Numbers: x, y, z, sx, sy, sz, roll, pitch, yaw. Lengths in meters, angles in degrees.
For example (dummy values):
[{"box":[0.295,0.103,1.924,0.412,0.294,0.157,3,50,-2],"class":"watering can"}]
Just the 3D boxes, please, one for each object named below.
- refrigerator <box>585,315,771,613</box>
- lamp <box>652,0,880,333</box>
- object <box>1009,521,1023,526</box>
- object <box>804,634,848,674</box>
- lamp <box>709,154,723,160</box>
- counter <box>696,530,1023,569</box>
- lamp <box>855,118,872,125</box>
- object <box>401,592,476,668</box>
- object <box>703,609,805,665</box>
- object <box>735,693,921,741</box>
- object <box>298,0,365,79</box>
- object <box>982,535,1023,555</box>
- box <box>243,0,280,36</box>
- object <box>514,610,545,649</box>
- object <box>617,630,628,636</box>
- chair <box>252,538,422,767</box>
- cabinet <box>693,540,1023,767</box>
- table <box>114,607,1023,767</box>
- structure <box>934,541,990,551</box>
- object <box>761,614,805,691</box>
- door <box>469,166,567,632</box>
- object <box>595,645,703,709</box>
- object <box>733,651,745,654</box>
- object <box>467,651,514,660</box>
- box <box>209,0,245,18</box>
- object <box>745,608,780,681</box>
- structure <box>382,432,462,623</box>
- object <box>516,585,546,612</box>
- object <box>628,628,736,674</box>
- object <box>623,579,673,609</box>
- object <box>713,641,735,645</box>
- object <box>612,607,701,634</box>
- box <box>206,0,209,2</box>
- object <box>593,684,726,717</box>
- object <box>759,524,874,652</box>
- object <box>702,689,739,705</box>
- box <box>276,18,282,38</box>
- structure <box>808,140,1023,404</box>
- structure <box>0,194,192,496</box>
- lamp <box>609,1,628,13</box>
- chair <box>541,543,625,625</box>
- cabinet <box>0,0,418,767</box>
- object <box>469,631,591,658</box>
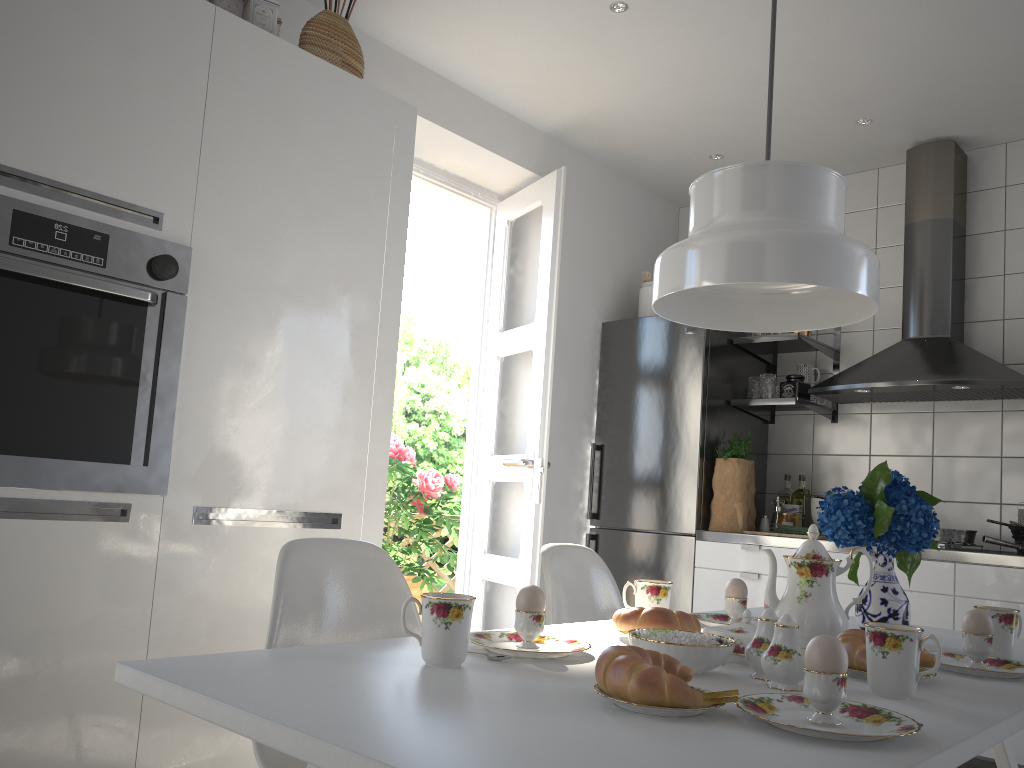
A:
[{"box":[0.786,0.625,4.251,0.576,1.793,0.696,-1,-8,42],"class":"refrigerator"},{"box":[0.474,-0.781,1.587,0.374,1.318,0.374,6,-6,-16],"class":"lamp"},{"box":[1.892,0.525,3.178,0.059,0.060,0.335,4,-8,0],"class":"object"},{"box":[0.361,0.320,1.020,0.048,0.062,0.048,10,-9,-43],"class":"object"},{"box":[0.956,-1.073,4.145,0.064,0.030,0.064,-1,-9,34],"class":"lamp"},{"box":[2.215,0.635,2.984,3.241,0.045,0.653,-3,-10,42],"class":"counter"},{"box":[1.464,-1.101,3.688,0.064,0.030,0.064,-1,-9,34],"class":"lamp"},{"box":[-0.098,0.343,1.237,0.091,0.095,0.078,0,-7,29],"class":"object"},{"box":[0.385,0.411,1.451,0.187,0.083,0.141,-3,-10,42],"class":"object"},{"box":[0.358,0.383,1.013,0.201,0.016,0.201,9,-9,-32],"class":"object"},{"box":[-0.519,-1.089,2.618,0.091,0.450,0.230,-1,-8,43],"class":"object"},{"box":[1.909,0.598,3.255,0.351,0.060,0.233,1,-8,21],"class":"object"},{"box":[-0.687,-0.987,2.413,0.081,0.110,0.081,8,-8,-32],"class":"box"},{"box":[0.027,0.387,1.400,0.048,0.057,0.048,5,-7,-7],"class":"object"},{"box":[0.268,0.458,1.601,0.158,0.016,0.158,2,-8,12],"class":"object"},{"box":[-0.183,0.681,1.489,0.542,0.797,0.466,-2,-8,41],"class":"chair"},{"box":[2.183,1.047,2.940,3.240,0.792,0.665,-3,-9,42],"class":"cabinet"},{"box":[0.396,0.788,1.467,0.814,0.658,1.832,-2,-10,42],"class":"table"},{"box":[1.588,0.632,3.544,0.467,0.028,0.492,-3,-10,42],"class":"structure"},{"box":[0.381,0.372,1.235,0.069,0.101,0.065,-2,-8,42],"class":"object"},{"box":[-0.006,0.255,3.890,0.157,2.317,0.603,7,-6,-27],"class":"door"},{"box":[0.162,0.348,1.070,0.124,0.057,0.161,3,-8,7],"class":"object"},{"box":[0.389,0.422,1.377,0.180,0.001,0.022,2,-8,16],"class":"object"},{"box":[-0.052,0.399,1.316,0.140,0.011,0.032,-2,-10,39],"class":"object"},{"box":[-0.777,-0.995,2.401,0.081,0.110,0.081,8,-8,-32],"class":"box"},{"box":[0.376,0.381,1.302,0.069,0.101,0.065,-2,-8,42],"class":"object"},{"box":[-0.838,0.933,5.412,1.263,1.275,1.179,-2,-9,43],"class":"structure"},{"box":[0.030,0.350,1.404,0.048,0.062,0.048,10,-9,-43],"class":"object"},{"box":[0.251,0.397,1.319,0.158,0.058,0.159,-1,-9,32],"class":"object"},{"box":[0.276,0.441,1.770,0.078,0.095,0.091,-2,-9,40],"class":"object"},{"box":[0.290,0.376,1.277,0.031,0.032,0.138,4,-8,-3],"class":"object"},{"box":[0.261,0.426,1.589,0.161,0.057,0.124,3,-7,7],"class":"object"},{"box":[-0.863,-1.006,2.365,0.081,0.110,0.081,-2,-9,42],"class":"box"},{"box":[0.175,0.377,1.057,0.158,0.016,0.158,2,-8,12],"class":"object"},{"box":[0.551,0.371,1.614,0.140,0.229,0.149,7,-7,-29],"class":"object"},{"box":[0.208,0.369,1.047,0.109,0.036,0.071,4,-7,0],"class":"object"},{"box":[-0.703,-0.976,2.500,0.081,0.110,0.081,8,-8,-32],"class":"box"},{"box":[1.733,-0.495,3.729,0.869,1.088,0.474,-2,-8,42],"class":"structure"},{"box":[-1.065,-0.064,2.053,0.322,0.607,0.729,-2,-9,42],"class":"structure"},{"box":[0.359,-1.274,2.973,0.064,0.030,0.064,-1,-9,34],"class":"lamp"},{"box":[0.309,0.789,2.035,0.542,0.797,0.467,-1,-8,36],"class":"chair"},{"box":[-1.012,0.088,2.315,0.513,2.088,1.382,-1,-8,42],"class":"cabinet"},{"box":[0.025,0.413,1.398,0.201,0.016,0.201,4,-8,-3],"class":"object"}]
